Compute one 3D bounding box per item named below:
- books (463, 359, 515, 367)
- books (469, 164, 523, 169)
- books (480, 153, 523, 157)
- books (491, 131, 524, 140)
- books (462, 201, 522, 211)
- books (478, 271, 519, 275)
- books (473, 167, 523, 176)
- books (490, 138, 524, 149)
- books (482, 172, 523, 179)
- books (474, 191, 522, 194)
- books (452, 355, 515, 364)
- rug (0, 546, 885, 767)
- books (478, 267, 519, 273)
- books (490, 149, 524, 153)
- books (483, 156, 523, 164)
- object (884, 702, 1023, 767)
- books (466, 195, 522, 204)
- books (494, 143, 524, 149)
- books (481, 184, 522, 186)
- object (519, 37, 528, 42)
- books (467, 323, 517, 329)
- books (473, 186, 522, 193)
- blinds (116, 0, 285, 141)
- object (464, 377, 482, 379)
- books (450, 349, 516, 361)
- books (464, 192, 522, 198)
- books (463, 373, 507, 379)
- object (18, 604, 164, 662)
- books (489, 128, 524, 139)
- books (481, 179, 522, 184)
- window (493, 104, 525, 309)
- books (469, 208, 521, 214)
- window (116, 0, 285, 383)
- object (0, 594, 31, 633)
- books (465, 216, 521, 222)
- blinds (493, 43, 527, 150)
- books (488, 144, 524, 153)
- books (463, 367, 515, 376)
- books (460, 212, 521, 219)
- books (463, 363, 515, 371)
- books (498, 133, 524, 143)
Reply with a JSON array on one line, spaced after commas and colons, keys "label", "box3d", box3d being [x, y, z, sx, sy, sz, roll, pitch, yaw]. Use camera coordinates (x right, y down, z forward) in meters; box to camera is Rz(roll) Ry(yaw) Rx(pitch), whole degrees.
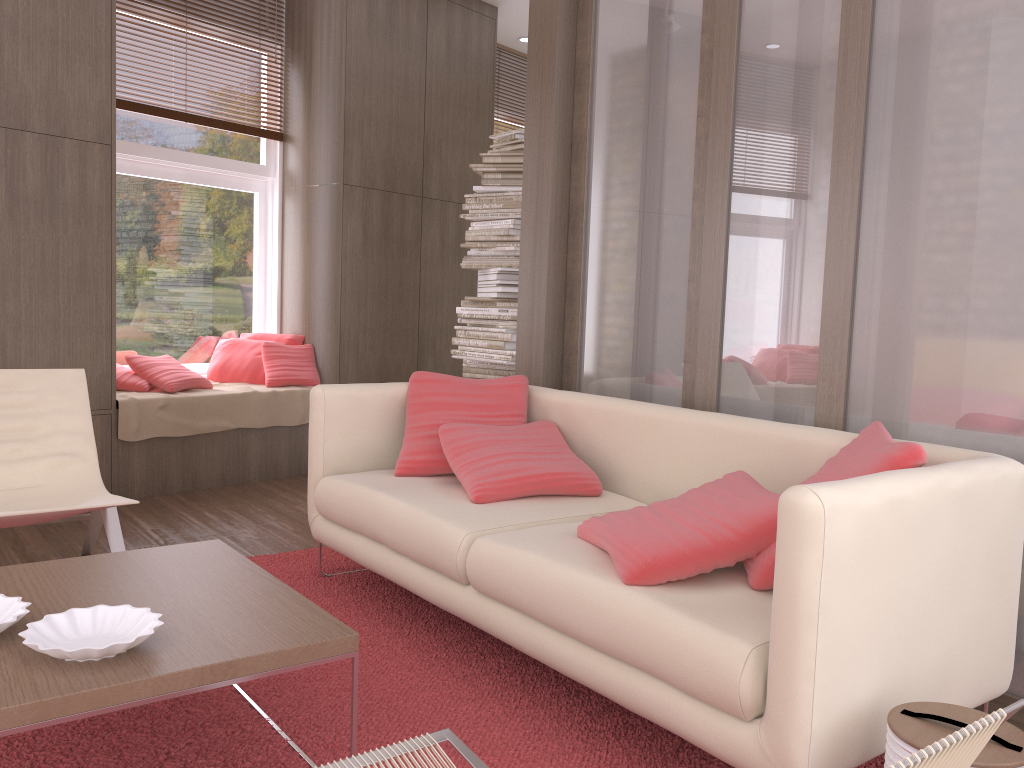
[{"label": "books", "box3d": [-0.034, -0.124, 5.161, 0.396, 0.024, 0.310, 5, 6, 33]}, {"label": "books", "box3d": [-0.003, -1.242, 5.126, 0.435, 0.019, 0.248, 3, 5, 13]}, {"label": "books", "box3d": [0.028, -1.295, 5.095, 0.366, 0.012, 0.287, 3, 5, 13]}, {"label": "books", "box3d": [0.046, -1.411, 5.079, 0.216, 0.008, 0.277, -1, 6, -37]}, {"label": "books", "box3d": [-0.034, -1.018, 5.156, 0.401, 0.035, 0.315, 5, 6, 33]}, {"label": "books", "box3d": [0.021, -0.638, 5.166, 0.345, 0.010, 0.443, 1, 5, -17]}, {"label": "books", "box3d": [0.006, -1.220, 5.120, 0.412, 0.019, 0.259, 3, 5, 13]}, {"label": "books", "box3d": [0.042, -1.370, 5.097, 0.202, 0.015, 0.303, -1, 6, -37]}, {"label": "books", "box3d": [0.031, -1.192, 5.141, 0.371, 0.036, 0.211, 3, 5, 13]}, {"label": "books", "box3d": [0.018, -1.093, 5.142, 0.416, 0.015, 0.245, 5, 6, 33]}, {"label": "books", "box3d": [-0.027, -0.142, 5.162, 0.423, 0.016, 0.542, -1, 6, -37]}, {"label": "rug", "box3d": [-0.848, 0.863, 1.976, 3.344, 0.016, 2.938, -1, 6, -37]}, {"label": "books", "box3d": [0.020, -0.651, 5.135, 0.326, 0.018, 0.500, 1, 5, -17]}, {"label": "books", "box3d": [0.042, -1.314, 5.097, 0.272, 0.023, 0.201, 5, 6, 33]}, {"label": "books", "box3d": [0.036, -1.268, 5.101, 0.351, 0.036, 0.275, 3, 5, 13]}, {"label": "object", "box3d": [0.797, 0.780, 1.606, 0.239, 0.341, 0.239, 2, 5, -5]}, {"label": "books", "box3d": [-0.006, -1.054, 5.160, 0.416, 0.035, 0.323, 5, 6, 33]}, {"label": "books", "box3d": [0.057, -1.355, 5.092, 0.258, 0.010, 0.183, 6, 6, 38]}, {"label": "books", "box3d": [0.029, -1.128, 5.108, 0.351, 0.010, 0.284, 3, 5, 13]}, {"label": "object", "box3d": [0.115, -2.781, 7.161, 0.119, 0.010, 0.119, 1, 5, -12]}, {"label": "books", "box3d": [0.021, -0.334, 5.177, 0.320, 0.020, 0.542, -1, 6, -37]}, {"label": "books", "box3d": [0.005, -1.112, 5.124, 0.404, 0.026, 0.266, 3, 5, 13]}, {"label": "blinds", "box3d": [-1.926, -2.133, 5.255, 0.042, 1.138, 1.373, 6, 6, 40]}, {"label": "object", "box3d": [-0.043, -0.030, 5.176, 0.413, 0.008, 0.243, 5, 6, 33]}, {"label": "books", "box3d": [-0.028, -0.171, 5.217, 0.399, 0.028, 0.612, -1, 6, -37]}, {"label": "books", "box3d": [-0.028, -1.080, 5.150, 0.392, 0.015, 0.306, 5, 6, 33]}, {"label": "books", "box3d": [-0.036, -0.046, 5.168, 0.396, 0.024, 0.310, 5, 6, 33]}, {"label": "object", "box3d": [-0.799, 0.482, 1.690, 0.249, 0.043, 0.251, 0, 5, -25]}, {"label": "books", "box3d": [0.041, -1.425, 5.096, 0.204, 0.014, 0.313, -1, 6, -37]}, {"label": "books", "box3d": [0.029, -1.154, 5.144, 0.371, 0.036, 0.211, 3, 5, 13]}, {"label": "window", "box3d": [-0.224, -1.229, 7.547, 0.160, 2.229, 1.407, 6, 6, 40]}, {"label": "books", "box3d": [0.022, -0.986, 5.136, 0.434, 0.019, 0.324, 5, 6, 33]}, {"label": "window", "box3d": [-2.042, -1.116, 5.403, 0.160, 2.229, 1.407, 6, 6, 40]}, {"label": "object", "box3d": [-1.078, 0.469, 1.727, 0.249, 0.043, 0.251, 4, 5, 23]}, {"label": "books", "box3d": [-0.009, -0.945, 5.122, 0.416, 0.012, 0.324, 5, 6, 33]}, {"label": "blinds", "box3d": [-0.116, -2.246, 7.403, 0.042, 1.138, 1.373, 6, 6, 40]}, {"label": "books", "box3d": [0.035, -1.339, 5.111, 0.198, 0.023, 0.327, -1, 6, -37]}, {"label": "books", "box3d": [-0.035, -0.075, 5.166, 0.396, 0.033, 0.310, 5, 6, 33]}, {"label": "books", "box3d": [-0.025, -0.967, 5.161, 0.470, 0.022, 0.306, 5, 6, 33]}, {"label": "books", "box3d": [-0.035, -0.103, 5.170, 0.405, 0.018, 0.300, 5, 6, 33]}, {"label": "books", "box3d": [0.054, -1.392, 5.087, 0.193, 0.029, 0.260, 0, 5, -22]}]
